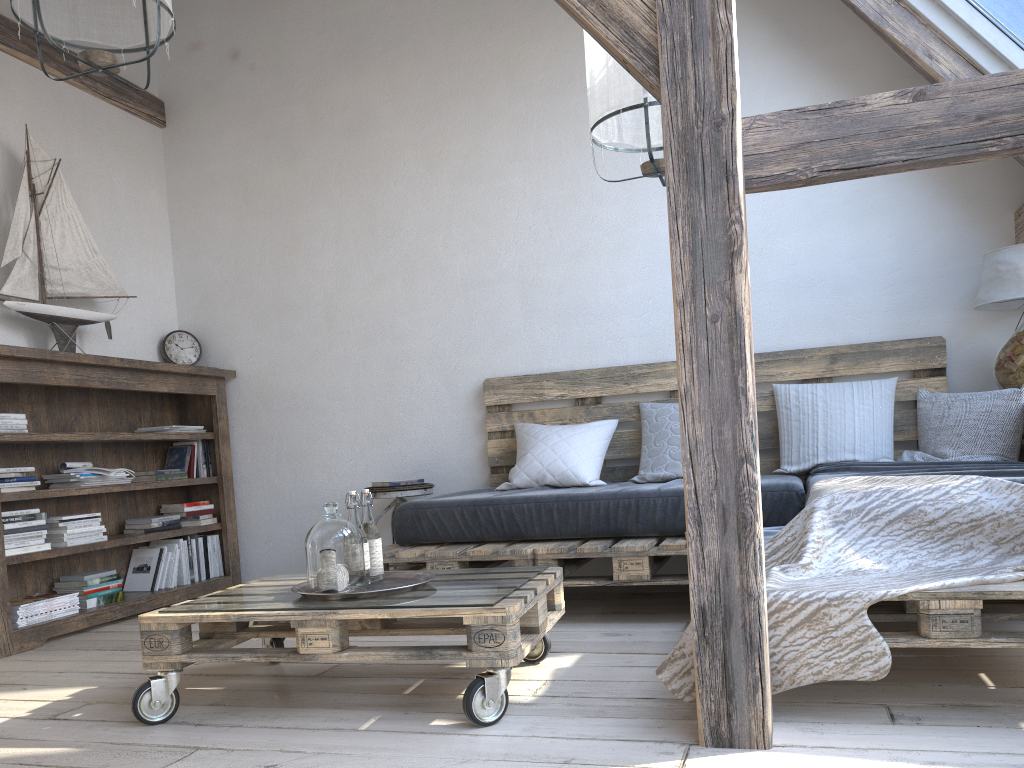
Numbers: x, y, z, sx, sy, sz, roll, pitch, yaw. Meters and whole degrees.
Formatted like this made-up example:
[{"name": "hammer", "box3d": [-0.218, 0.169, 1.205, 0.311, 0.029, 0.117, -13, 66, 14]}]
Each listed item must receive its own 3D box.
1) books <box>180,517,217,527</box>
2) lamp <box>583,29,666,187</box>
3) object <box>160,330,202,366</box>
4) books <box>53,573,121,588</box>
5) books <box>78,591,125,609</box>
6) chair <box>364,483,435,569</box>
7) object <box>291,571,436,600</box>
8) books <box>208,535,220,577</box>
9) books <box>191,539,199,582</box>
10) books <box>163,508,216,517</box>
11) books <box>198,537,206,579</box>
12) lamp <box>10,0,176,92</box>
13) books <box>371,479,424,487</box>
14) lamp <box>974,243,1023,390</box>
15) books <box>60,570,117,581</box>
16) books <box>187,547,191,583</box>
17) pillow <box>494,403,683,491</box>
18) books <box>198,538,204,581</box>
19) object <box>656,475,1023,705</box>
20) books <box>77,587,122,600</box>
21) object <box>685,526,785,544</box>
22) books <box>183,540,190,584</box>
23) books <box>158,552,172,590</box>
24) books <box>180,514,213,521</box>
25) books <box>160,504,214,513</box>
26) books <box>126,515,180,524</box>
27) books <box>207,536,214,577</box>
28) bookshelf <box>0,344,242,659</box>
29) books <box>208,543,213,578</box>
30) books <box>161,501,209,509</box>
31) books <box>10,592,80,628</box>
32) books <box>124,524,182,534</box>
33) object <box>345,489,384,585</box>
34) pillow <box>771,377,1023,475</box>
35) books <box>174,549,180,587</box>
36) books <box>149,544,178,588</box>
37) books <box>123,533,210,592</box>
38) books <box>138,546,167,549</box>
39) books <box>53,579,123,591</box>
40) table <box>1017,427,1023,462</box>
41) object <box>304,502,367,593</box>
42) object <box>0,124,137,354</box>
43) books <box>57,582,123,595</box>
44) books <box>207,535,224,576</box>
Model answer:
[{"name": "books", "box3d": [-1.669, 0.719, 4.561, 0.219, 0.030, 0.161, -5, -4, 11]}, {"name": "lamp", "box3d": [0.394, -1.393, 2.641, 0.405, 1.522, 0.400, -5, 3, -31]}, {"name": "object", "box3d": [-1.760, -0.181, 4.681, 0.204, 0.210, 0.082, -3, 1, -36]}, {"name": "books", "box3d": [-1.889, 0.875, 3.918, 0.174, 0.025, 0.221, -5, -4, 12]}, {"name": "books", "box3d": [-1.873, 0.960, 3.909, 0.174, 0.038, 0.223, -5, -4, 17]}, {"name": "chair", "box3d": [-0.530, 0.747, 4.254, 0.355, 0.522, 0.352, -4, 1, 21]}, {"name": "object", "box3d": [-0.407, 0.556, 2.433, 0.396, 0.021, 0.393, -7, -5, 37]}, {"name": "books", "box3d": [-1.624, 0.910, 4.643, 0.158, 0.220, 0.021, -4, 3, 18]}, {"name": "books", "box3d": [-1.678, 0.902, 4.485, 0.158, 0.220, 0.021, -4, 3, 18]}, {"name": "books", "box3d": [-1.672, 0.669, 4.563, 0.162, 0.026, 0.202, -6, -5, 25]}, {"name": "books", "box3d": [-1.668, 0.907, 4.563, 0.158, 0.220, 0.021, -4, 3, 18]}, {"name": "lamp", "box3d": [-1.142, -1.379, 2.339, 0.398, 1.087, 0.408, -5, 2, -31]}, {"name": "books", "box3d": [-0.547, 0.474, 4.218, 0.204, 0.021, 0.150, 0, -6, -43]}, {"name": "lamp", "box3d": [2.034, 0.142, 3.617, 0.390, 1.288, 0.821, -4, 1, 3]}, {"name": "books", "box3d": [-1.886, 0.852, 3.922, 0.133, 0.021, 0.199, -5, -4, 16]}, {"name": "books", "box3d": [-1.688, 0.915, 4.434, 0.140, 0.186, 0.018, -4, 3, 18]}, {"name": "pillow", "box3d": [0.485, 0.258, 3.874, 1.132, 0.356, 0.350, -5, -1, 18]}, {"name": "books", "box3d": [-1.660, 0.903, 4.522, 0.157, 0.220, 0.017, -4, 3, 18]}, {"name": "object", "box3d": [0.897, 0.478, 2.105, 1.005, 0.474, 0.814, -1, -4, -43]}, {"name": "books", "box3d": [-1.874, 0.930, 3.909, 0.158, 0.021, 0.224, -5, -4, 13]}, {"name": "object", "box3d": [0.876, 0.625, 2.921, 0.505, 0.277, 0.709, -4, -3, 2]}, {"name": "books", "box3d": [-1.694, 0.897, 4.415, 0.157, 0.220, 0.017, -4, 3, 18]}, {"name": "books", "box3d": [-1.738, 0.912, 4.293, 0.140, 0.176, 0.094, -4, 1, 17]}, {"name": "books", "box3d": [-1.679, 0.693, 4.555, 0.205, 0.021, 0.150, -4, -4, 7]}, {"name": "books", "box3d": [-1.682, 0.645, 4.556, 0.158, 0.021, 0.218, -5, -5, 21]}, {"name": "books", "box3d": [-1.763, 0.666, 4.320, 0.152, 0.024, 0.228, -5, -4, 13]}, {"name": "books", "box3d": [-1.648, 0.910, 4.626, 0.158, 0.220, 0.021, -4, 3, 18]}, {"name": "bookshelf", "box3d": [-1.842, 0.489, 4.001, 0.349, 1.176, 1.621, -3, -2, 17]}, {"name": "books", "box3d": [-1.635, 0.925, 4.602, 0.140, 0.186, 0.018, -4, 3, 18]}, {"name": "books", "box3d": [-1.698, 0.627, 4.577, 0.143, 0.019, 0.201, -5, -4, 17]}, {"name": "books", "box3d": [-1.965, 0.917, 3.582, 0.238, 0.088, 0.316, -5, -4, 17]}, {"name": "books", "box3d": [-1.762, 0.712, 4.313, 0.152, 0.024, 0.227, -6, -5, 26]}, {"name": "object", "box3d": [-0.430, 0.438, 2.524, 0.071, 0.268, 0.153, -3, 1, 17]}, {"name": "pillow", "box3d": [1.540, 0.150, 3.570, 0.972, 0.400, 0.385, -6, -2, 34]}, {"name": "books", "box3d": [-1.713, 0.912, 4.356, 0.140, 0.184, 0.065, -4, 2, 17]}, {"name": "books", "box3d": [-1.728, 0.896, 4.324, 0.157, 0.212, 0.090, -4, 2, 17]}, {"name": "books", "box3d": [-1.727, 0.886, 4.403, 0.202, 0.249, 0.410, -4, -2, 18]}, {"name": "books", "box3d": [-1.774, 0.899, 4.291, 0.157, 0.206, 0.107, -4, 1, 17]}, {"name": "books", "box3d": [-1.887, 0.894, 3.920, 0.174, 0.013, 0.229, -5, -5, 20]}, {"name": "table", "box3d": [2.203, 0.382, 3.051, 0.676, 0.703, 1.015, -4, -2, 17]}, {"name": "object", "box3d": [-0.478, 0.440, 2.368, 0.155, 0.248, 0.156, -4, 1, -14]}, {"name": "object", "box3d": [-1.967, -0.598, 3.864, 0.141, 0.995, 0.786, -3, 0, 22]}, {"name": "books", "box3d": [-1.875, 0.909, 3.908, 0.158, 0.021, 0.224, -5, -4, 18]}, {"name": "books", "box3d": [-1.614, 0.911, 4.669, 0.157, 0.221, 0.036, -4, 3, 18]}]
